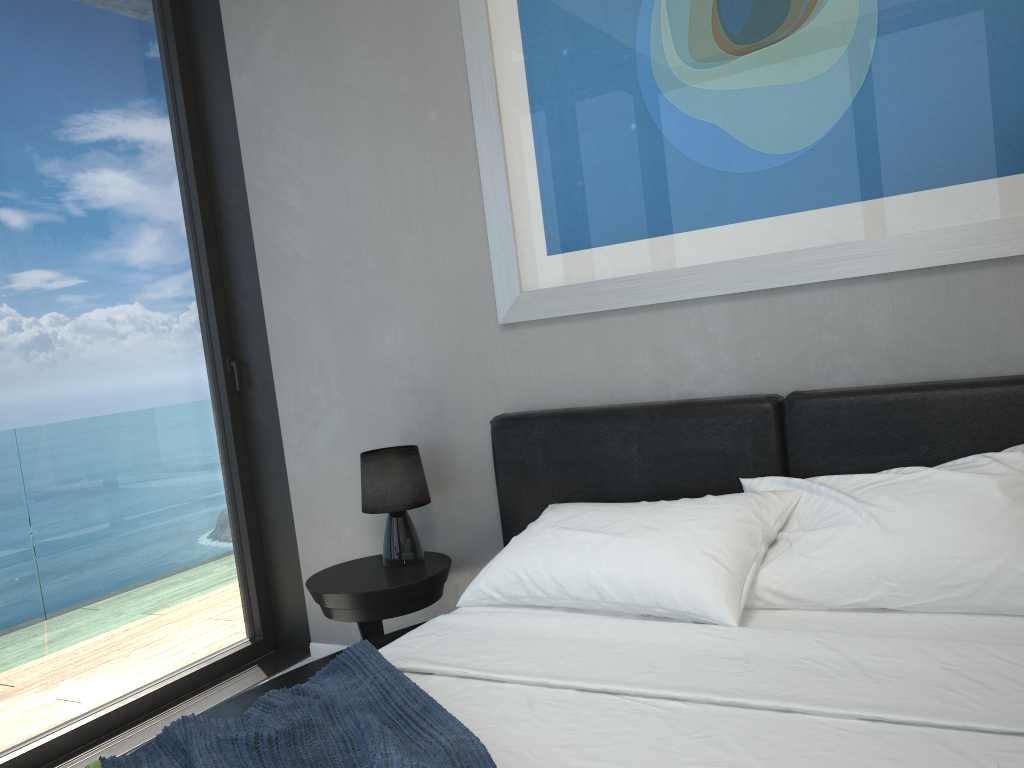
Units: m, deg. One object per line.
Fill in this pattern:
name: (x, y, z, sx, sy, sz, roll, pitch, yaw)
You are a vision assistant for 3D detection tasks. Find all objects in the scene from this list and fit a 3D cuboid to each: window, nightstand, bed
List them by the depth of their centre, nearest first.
bed: (0.198, 0.616, 1.459, 2.757, 0.935, 2.611, -5, 4, 30)
window: (0.358, -0.614, 2.838, 3.599, 3.188, 9.700, -5, 4, 30)
nightstand: (-0.426, 0.855, 3.045, 0.497, 0.441, 0.495, -4, 5, 42)

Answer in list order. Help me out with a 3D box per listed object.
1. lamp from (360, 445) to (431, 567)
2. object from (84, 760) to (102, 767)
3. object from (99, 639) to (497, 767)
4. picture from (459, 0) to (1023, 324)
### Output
lamp: (-0.401, 0.426, 3.084, 0.241, 0.401, 0.219, -7, 4, 0)
object: (-0.033, 0.741, 1.059, 2.304, 0.343, 0.644, -5, 4, 30)
object: (-0.212, 0.821, 1.062, 0.684, 0.569, 2.153, -8, 3, -18)
picture: (0.650, -0.964, 2.441, 1.802, 1.402, 0.025, -5, 5, 30)
